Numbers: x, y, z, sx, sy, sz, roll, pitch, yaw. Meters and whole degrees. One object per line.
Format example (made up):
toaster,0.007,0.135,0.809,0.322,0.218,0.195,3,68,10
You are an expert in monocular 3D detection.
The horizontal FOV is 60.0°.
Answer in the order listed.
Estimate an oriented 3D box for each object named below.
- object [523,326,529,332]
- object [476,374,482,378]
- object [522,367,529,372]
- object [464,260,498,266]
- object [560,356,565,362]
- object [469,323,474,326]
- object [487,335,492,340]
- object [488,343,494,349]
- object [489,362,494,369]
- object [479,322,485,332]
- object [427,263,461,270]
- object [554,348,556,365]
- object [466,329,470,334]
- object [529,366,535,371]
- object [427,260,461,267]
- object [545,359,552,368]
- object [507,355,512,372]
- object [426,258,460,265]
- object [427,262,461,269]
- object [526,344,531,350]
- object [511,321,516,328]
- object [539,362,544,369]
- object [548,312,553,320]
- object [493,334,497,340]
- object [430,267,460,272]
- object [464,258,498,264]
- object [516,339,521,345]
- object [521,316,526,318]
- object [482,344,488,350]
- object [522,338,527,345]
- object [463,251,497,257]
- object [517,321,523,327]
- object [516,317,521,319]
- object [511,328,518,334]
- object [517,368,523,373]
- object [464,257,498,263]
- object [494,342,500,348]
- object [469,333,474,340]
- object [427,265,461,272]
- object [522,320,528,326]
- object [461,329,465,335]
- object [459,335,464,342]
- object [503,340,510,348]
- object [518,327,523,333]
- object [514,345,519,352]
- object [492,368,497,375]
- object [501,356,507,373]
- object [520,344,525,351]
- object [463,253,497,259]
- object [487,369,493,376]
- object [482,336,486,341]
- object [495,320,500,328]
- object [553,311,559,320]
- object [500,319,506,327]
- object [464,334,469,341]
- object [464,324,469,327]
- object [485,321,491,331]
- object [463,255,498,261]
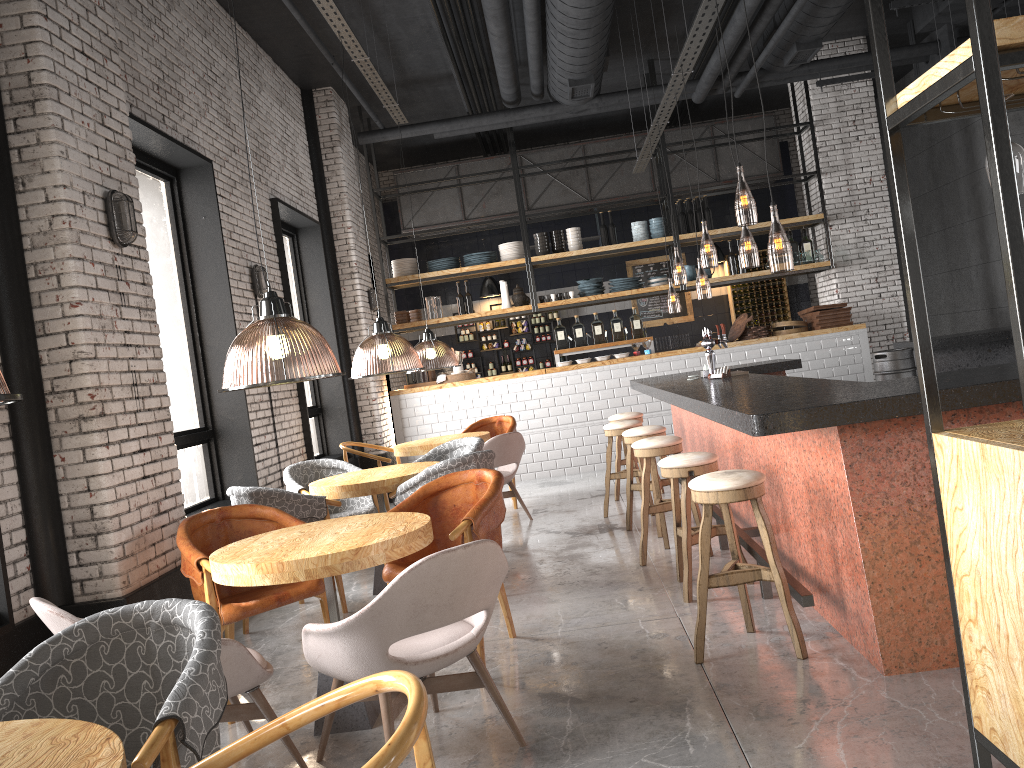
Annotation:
object,0.234,-0.907,14.600,0.092,0.108,0.105,-8,1,14
object,-0.543,-0.113,14.657,0.090,0.101,0.111,-9,1,-31
object,0.226,-0.226,14.605,0.092,0.108,0.105,-8,1,14
object,-0.402,-1.571,11.641,0.454,0.045,0.453,-9,1,-22
object,0.821,-0.467,14.578,0.079,0.281,0.079,-8,0,7
object,-0.672,-1.016,14.649,0.081,0.113,0.071,-8,0,4
object,-0.369,-0.763,14.615,0.071,0.083,0.071,-8,1,-7
object,-0.344,-0.632,14.630,0.089,0.108,0.106,-9,1,-37
object,-0.342,-0.304,14.622,0.076,0.111,0.076,-8,0,-2
object,-0.500,-0.941,14.620,0.079,0.156,0.079,-8,0,33
object,-0.890,-1.525,11.665,0.454,0.044,0.454,-8,1,-2
object,0.732,-0.454,14.579,0.079,0.281,0.079,-8,0,22
object,-0.727,-0.869,14.632,0.070,0.083,0.071,-8,1,28
object,0.332,-0.242,14.599,0.089,0.108,0.106,-9,1,-37
object,-0.896,-1.572,11.664,0.454,0.043,0.454,-8,1,8
object,0.594,-0.340,14.594,0.100,0.139,0.088,-8,0,4
object,-0.050,-0.343,14.620,0.079,0.281,0.079,-8,0,-28
object,-0.900,-1.595,11.665,0.454,0.047,0.454,-8,1,0
object,-0.892,-1.548,11.665,0.454,0.038,0.454,-9,1,-20
object,0.273,-0.618,14.602,0.092,0.112,0.100,-8,1,-11
object,0.024,-0.982,14.608,0.092,0.112,0.100,-8,1,-11
object,0.483,-0.310,14.577,0.076,0.111,0.076,-8,0,-32
object,0.621,-1.187,14.582,0.079,0.281,0.079,-8,0,-23
object,-0.284,-0.776,14.611,0.071,0.083,0.071,-8,1,-7
object,-0.882,-1.478,11.665,0.454,0.033,0.454,-8,1,11
object,-0.406,-1.594,11.640,0.454,0.042,0.453,-9,1,-37
object,0.104,-0.691,14.620,0.090,0.101,0.111,-9,1,-31
object,0.186,-1.161,14.585,0.079,0.156,0.079,-8,0,-12
object,-0.448,-0.619,14.634,0.092,0.112,0.100,-8,1,-11
object,0.202,-0.705,14.616,0.090,0.101,0.111,-9,1,-31
object,-0.419,-1.687,11.640,0.453,0.039,0.454,-8,1,22
object,0.129,-0.995,14.603,0.089,0.108,0.106,-9,1,-37
object,0.091,-1.147,14.589,0.079,0.156,0.079,-8,0,38
object,0.043,-0.880,14.609,0.089,0.108,0.106,-9,1,-37
object,0.131,-0.215,14.608,0.092,0.112,0.100,-8,1,-11
object,-0.409,-1.617,11.640,0.454,0.038,0.454,-8,1,4
object,-0.253,-0.645,14.625,0.092,0.108,0.105,-8,1,14
object,-0.667,-0.780,14.632,0.076,0.111,0.076,-8,0,-2
object,-0.886,-1.502,11.665,0.454,0.043,0.454,-8,1,6
object,0.220,-1.007,14.599,0.092,0.108,0.105,-8,1,14
object,-0.808,-0.857,14.636,0.071,0.083,0.071,-8,1,-7
object,-0.831,-0.756,14.639,0.076,0.111,0.076,-8,0,13
object,-0.095,-0.661,14.625,0.100,0.139,0.088,-8,0,4
object,0.140,-0.896,14.603,0.092,0.112,0.100,-8,1,-11
object,0.061,-0.587,14.613,0.119,0.111,0.085,-9,1,-28
object,-0.284,-0.200,14.618,0.076,0.111,0.076,-8,0,8
object,-0.144,-0.329,14.625,0.079,0.281,0.079,-8,0,12
object,0.174,-0.599,14.618,0.090,0.101,0.111,-9,1,-31
object,-0.416,-1.665,11.639,0.454,0.050,0.453,-9,1,-22
object,-0.365,-0.189,14.620,0.076,0.111,0.076,-8,0,-22
object,-0.462,-0.750,14.620,0.070,0.083,0.071,-8,1,28
object,-0.253,-1.062,14.626,0.079,0.281,0.079,-8,0,7
object,0.715,-1.200,14.577,0.079,0.281,0.079,-8,0,-3
object,-0.161,-1.075,14.622,0.079,0.281,0.079,-8,0,-18
object,-0.749,-0.768,14.634,0.076,0.111,0.076,-8,0,23
object,-0.762,-1.003,14.654,0.081,0.113,0.071,-8,0,4
object,-0.393,-0.956,14.615,0.079,0.156,0.079,-8,0,-12
object,-0.412,-1.641,11.641,0.455,0.037,0.453,-9,2,-43
